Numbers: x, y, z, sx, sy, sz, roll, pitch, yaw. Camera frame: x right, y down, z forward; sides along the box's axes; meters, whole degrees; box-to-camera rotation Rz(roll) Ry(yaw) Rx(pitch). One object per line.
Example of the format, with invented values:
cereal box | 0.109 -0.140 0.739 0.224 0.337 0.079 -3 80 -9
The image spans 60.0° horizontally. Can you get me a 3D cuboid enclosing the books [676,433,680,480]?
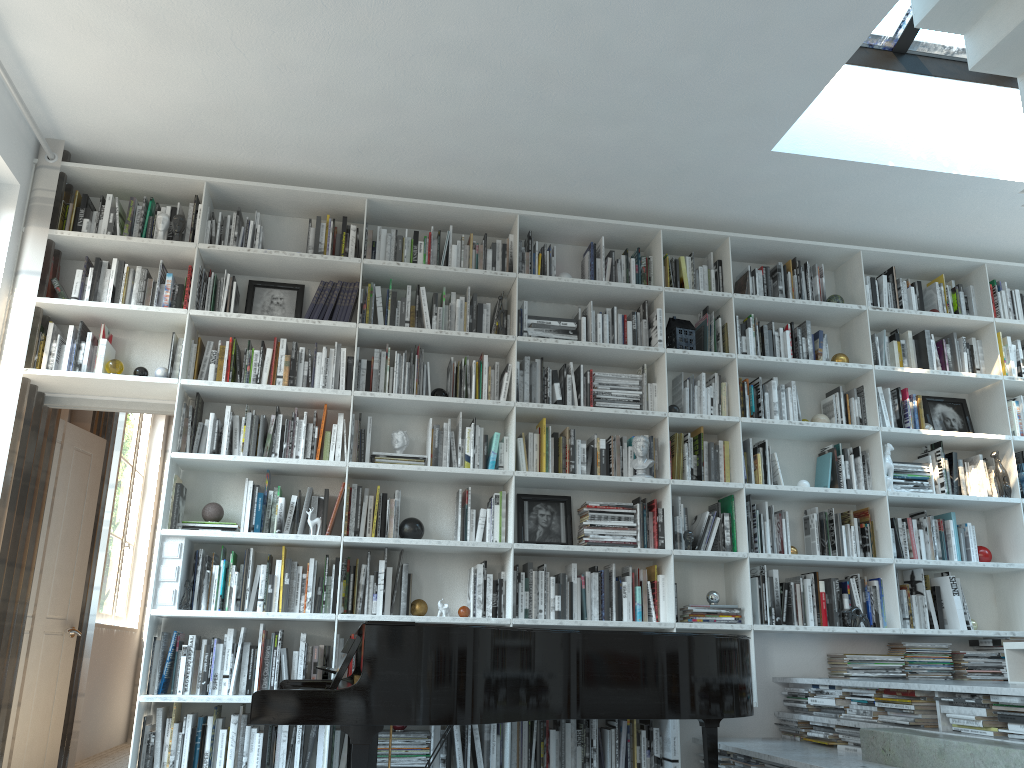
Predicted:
books | 0.898 0.434 4.944 0.035 0.292 0.145 4 -17 -10

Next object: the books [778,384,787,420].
books | 1.533 0.146 5.139 0.025 0.244 0.184 4 -17 -10

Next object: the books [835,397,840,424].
books | 1.877 0.194 5.209 0.005 0.204 0.154 4 -17 -10

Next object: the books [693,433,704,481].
books | 1.027 0.435 4.942 0.019 0.292 0.183 4 -17 -10

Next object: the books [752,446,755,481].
books | 1.330 0.482 5.014 0.013 0.255 0.145 4 -17 -10

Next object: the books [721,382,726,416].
books | 1.178 0.126 5.066 0.028 0.229 0.177 4 -17 -10

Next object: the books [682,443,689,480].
books | 0.944 0.463 4.935 0.015 0.231 0.180 4 -17 -10

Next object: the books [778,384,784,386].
books | 1.553 0.145 5.165 0.024 0.261 0.134 4 -17 -10

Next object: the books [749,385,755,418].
books | 1.360 0.141 5.118 0.013 0.235 0.158 4 -17 -10

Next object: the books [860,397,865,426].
books | 2.022 0.200 5.221 0.012 0.205 0.170 4 -17 -10

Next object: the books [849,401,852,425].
books | 1.954 0.201 5.227 0.012 0.205 0.138 4 -17 -10

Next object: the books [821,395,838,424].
books | 1.866 0.188 5.214 0.015 0.219 0.140 4 -17 -10

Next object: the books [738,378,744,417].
books | 1.297 0.118 5.121 0.014 0.277 0.154 4 -17 -10

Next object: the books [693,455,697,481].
books | 1.000 0.499 4.959 0.030 0.180 0.132 4 -17 -10

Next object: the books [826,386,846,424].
books | 1.902 0.162 5.209 0.015 0.266 0.164 4 -17 -10

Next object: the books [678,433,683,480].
books | 0.913 0.430 4.932 0.035 0.292 0.145 4 -17 -10

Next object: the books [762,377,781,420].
books | 1.505 0.124 5.156 0.027 0.294 0.160 4 -17 -10

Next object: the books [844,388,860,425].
books | 1.985 0.172 5.218 0.016 0.256 0.176 4 -17 -10

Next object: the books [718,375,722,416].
books | 1.159 0.106 5.085 0.025 0.276 0.173 4 -17 -10

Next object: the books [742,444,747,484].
books | 1.262 0.458 4.994 0.035 0.287 0.192 4 -17 -10

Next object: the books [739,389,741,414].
books | 1.275 0.135 5.116 0.030 0.241 0.138 4 -17 -10

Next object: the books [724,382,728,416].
books | 1.194 0.127 5.085 0.026 0.237 0.173 4 -17 -10

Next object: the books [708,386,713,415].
books | 1.109 0.132 5.060 0.029 0.210 0.158 4 -17 -10

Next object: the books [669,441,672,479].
books | 0.853 0.457 4.945 0.013 0.246 0.177 4 -17 -10

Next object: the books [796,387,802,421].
books | 1.636 0.155 5.176 0.034 0.253 0.161 4 -17 -10

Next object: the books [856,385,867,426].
books | 2.033 0.164 5.226 0.005 0.277 0.183 4 -17 -10

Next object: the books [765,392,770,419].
books | 1.440 0.166 5.123 0.025 0.193 0.171 4 -17 -10

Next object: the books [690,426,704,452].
books | 1.037 0.420 4.968 0.021 0.336 0.170 4 -17 -10

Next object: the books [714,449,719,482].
books | 1.103 0.485 4.948 0.034 0.203 0.182 4 -17 -10

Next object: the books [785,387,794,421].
books | 1.578 0.157 5.151 0.021 0.231 0.183 4 -17 -10

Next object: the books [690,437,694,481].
books | 0.976 0.450 4.967 0.035 0.277 0.139 4 -17 -10

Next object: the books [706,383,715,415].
books | 1.126 0.125 5.073 0.024 0.233 0.150 4 -17 -10

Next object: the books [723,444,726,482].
books | 1.165 0.477 4.993 0.019 0.247 0.149 4 -17 -10

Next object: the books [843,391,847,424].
books | 1.915 0.178 5.219 0.016 0.243 0.152 4 -17 -10

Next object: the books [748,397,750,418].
books | 1.328 0.167 5.108 0.021 0.178 0.137 4 -17 -10

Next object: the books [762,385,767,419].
books | 1.418 0.141 5.117 0.022 0.236 0.165 4 -17 -10

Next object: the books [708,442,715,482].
books | 1.081 0.463 4.941 0.027 0.241 0.189 4 -17 -10

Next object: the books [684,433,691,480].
books | 0.961 0.434 4.944 0.019 0.293 0.164 4 -17 -10

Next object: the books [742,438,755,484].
books | 1.309 0.461 4.986 0.013 0.278 0.192 4 -17 -10

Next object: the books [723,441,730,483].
books | 1.185 0.468 4.997 0.033 0.268 0.142 4 -17 -10

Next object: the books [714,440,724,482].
books | 1.149 0.463 4.979 0.032 0.265 0.143 4 -17 -10

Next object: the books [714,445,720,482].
books | 1.125 0.475 4.975 0.028 0.239 0.146 4 -17 -10

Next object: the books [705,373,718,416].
books | 1.143 0.098 5.087 0.028 0.292 0.155 4 -17 -10

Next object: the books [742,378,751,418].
books | 1.343 0.123 5.141 0.014 0.283 0.136 4 -17 -10

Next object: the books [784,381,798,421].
books | 1.603 0.136 5.150 0.024 0.271 0.170 4 -17 -10

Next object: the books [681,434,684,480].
books | 0.923 0.436 4.949 0.035 0.292 0.145 4 -17 -10

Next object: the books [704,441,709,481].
books | 1.053 0.463 4.962 0.033 0.252 0.175 4 -17 -10

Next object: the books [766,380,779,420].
books | 1.482 0.130 5.123 0.030 0.262 0.182 4 -17 -10

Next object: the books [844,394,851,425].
books | 1.941 0.188 5.223 0.016 0.227 0.160 4 -17 -10

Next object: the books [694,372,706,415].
books | 1.057 0.093 5.046 0.028 0.274 0.187 4 -17 -10

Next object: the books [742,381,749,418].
books | 1.314 0.129 5.103 0.014 0.247 0.177 4 -17 -10

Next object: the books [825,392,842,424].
books | 1.886 0.182 5.213 0.012 0.231 0.154 4 -17 -10

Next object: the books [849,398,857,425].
books | 1.969 0.200 5.218 0.013 0.201 0.174 4 -17 -10

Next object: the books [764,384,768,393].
books | 1.457 0.139 5.141 0.011 0.256 0.132 4 -17 -10

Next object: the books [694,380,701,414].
books | 1.036 0.117 5.058 0.023 0.235 0.179 4 -17 -10

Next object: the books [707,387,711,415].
books | 1.088 0.138 5.054 0.027 0.196 0.185 4 -17 -10

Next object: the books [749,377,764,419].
books | 1.402 0.117 5.114 0.014 0.279 0.178 4 -17 -10

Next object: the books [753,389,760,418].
books | 1.378 0.152 5.120 0.026 0.215 0.162 4 -17 -10

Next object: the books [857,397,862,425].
books | 1.998 0.198 5.212 0.013 0.204 0.174 4 -17 -10

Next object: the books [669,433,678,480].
books | 0.887 0.430 4.932 0.035 0.292 0.145 4 -17 -10
